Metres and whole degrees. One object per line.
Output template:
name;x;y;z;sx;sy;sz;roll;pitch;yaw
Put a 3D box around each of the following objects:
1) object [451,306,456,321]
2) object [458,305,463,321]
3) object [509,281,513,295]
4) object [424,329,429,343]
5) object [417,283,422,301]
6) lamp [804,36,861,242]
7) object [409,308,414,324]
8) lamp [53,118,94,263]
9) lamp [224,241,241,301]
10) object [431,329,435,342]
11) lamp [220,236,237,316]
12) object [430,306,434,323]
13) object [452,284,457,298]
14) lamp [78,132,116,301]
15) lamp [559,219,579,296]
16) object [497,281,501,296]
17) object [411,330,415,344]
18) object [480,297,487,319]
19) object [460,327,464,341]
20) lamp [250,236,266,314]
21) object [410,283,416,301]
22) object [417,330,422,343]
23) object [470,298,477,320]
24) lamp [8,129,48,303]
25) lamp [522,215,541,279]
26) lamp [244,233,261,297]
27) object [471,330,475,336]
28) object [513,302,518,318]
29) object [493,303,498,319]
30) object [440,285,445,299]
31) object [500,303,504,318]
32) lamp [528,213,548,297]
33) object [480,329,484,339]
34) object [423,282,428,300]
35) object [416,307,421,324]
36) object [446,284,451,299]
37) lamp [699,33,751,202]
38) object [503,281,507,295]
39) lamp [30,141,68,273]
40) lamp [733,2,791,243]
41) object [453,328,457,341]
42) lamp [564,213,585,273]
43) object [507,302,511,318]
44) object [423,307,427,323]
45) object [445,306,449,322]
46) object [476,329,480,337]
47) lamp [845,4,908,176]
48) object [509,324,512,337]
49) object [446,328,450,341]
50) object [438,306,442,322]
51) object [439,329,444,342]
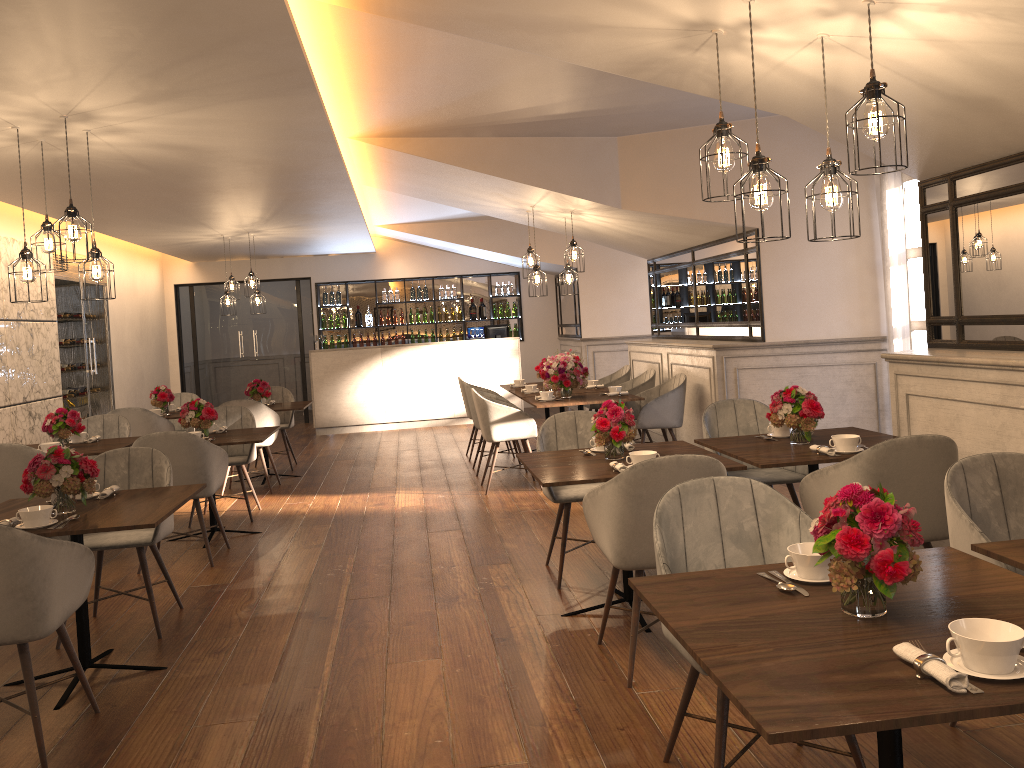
object;-0.958;-1.156;14.470;0.065;0.261;0.066;-4;1;-28
object;-0.849;-1.164;14.483;0.065;0.261;0.066;-4;1;-28
object;-0.017;-1.578;14.552;0.070;0.235;0.041;-4;1;-7
object;-1.396;-0.761;14.418;0.065;0.261;0.066;-4;1;-28
object;-1.508;-1.511;14.370;0.075;0.310;0.075;-4;1;4
lamp;1.124;-1.566;3.258;0.175;2.069;0.175;-4;1;-5
object;-1.638;-1.108;14.387;0.065;0.261;0.066;-4;1;-28
lamp;-2.416;-1.691;4.753;0.175;2.069;0.175;-4;1;-5
lamp;-3.487;-2.062;10.853;0.175;2.069;0.175;-4;1;-5
object;-1.286;-0.769;14.431;0.065;0.261;0.066;-4;1;-28
lamp;-3.436;-1.849;10.529;0.175;2.069;0.175;-4;1;-5
object;-1.309;-1.132;14.427;0.065;0.263;0.066;-4;1;-28
object;-0.941;-1.513;14.440;0.070;0.235;0.041;-4;1;-7
lamp;-2.444;-1.518;5.081;0.175;2.069;0.175;-4;1;-5
lamp;0.489;-1.885;8.472;0.175;2.069;0.175;-4;1;-5
object;-0.217;-1.564;14.528;0.070;0.235;0.041;-4;1;-7
object;-1.615;-0.746;14.391;0.065;0.261;0.066;-4;1;-28
object;-0.478;-1.238;14.503;0.104;0.359;0.104;-3;1;20
object;-0.826;-0.802;14.487;0.065;0.261;0.066;-4;1;-28
lamp;-3.129;-1.879;10.694;0.175;2.069;0.175;-4;1;-5
object;-1.612;-1.504;14.358;0.075;0.310;0.075;-3;1;26
object;-1.505;-0.754;14.405;0.065;0.261;0.066;-4;1;-28
object;-0.634;-1.226;14.487;0.104;0.359;0.103;-4;1;-45
lamp;-2.751;-1.487;4.917;0.175;2.069;0.175;-4;1;-5
lamp;0.131;-2.067;8.631;0.175;2.069;0.175;-4;1;-5
lamp;-3.101;-2.052;10.366;0.175;2.069;0.175;-4;1;-5
object;-0.639;-0.786;14.510;0.065;0.207;0.065;-3;1;38
object;0.055;-1.228;14.593;0.065;0.261;0.066;-4;1;-28
object;-0.273;-1.205;14.553;0.065;0.263;0.066;-4;1;-28
object;-1.141;-1.499;14.416;0.070;0.235;0.041;-4;1;-7
object;-0.164;-1.212;14.567;0.065;0.261;0.066;-4;1;-28
lamp;0.183;-1.854;8.307;0.175;2.069;0.175;-4;1;-5
object;-0.485;-0.797;14.529;0.065;0.207;0.065;-3;1;38
object;-1.405;-1.518;14.383;0.075;0.310;0.075;-4;1;4
object;-1.528;-1.116;14.401;0.065;0.263;0.066;-4;1;-28
object;-1.041;-1.506;14.428;0.070;0.235;0.041;-4;1;-7
lamp;0.766;-1.749;3.418;0.175;2.069;0.175;-4;1;-5
object;-0.117;-1.571;14.540;0.070;0.235;0.041;-4;1;-7
lamp;-2.803;-1.700;5.241;0.175;2.069;0.175;-4;1;-5
lamp;0.818;-1.536;3.094;0.175;2.069;0.175;-4;1;-5
object;-0.935;-0.794;14.474;0.065;0.261;0.066;-4;1;-28
lamp;0.517;-2.058;8.144;0.175;2.069;0.175;-4;1;-5
object;-0.054;-1.220;14.580;0.065;0.261;0.066;-4;1;-28
object;-1.419;-1.124;14.414;0.065;0.263;0.066;-4;1;-28
object;-1.068;-1.148;14.457;0.065;0.261;0.066;-4;1;-28
object;-0.562;-0.792;14.519;0.065;0.207;0.065;-3;1;38
lamp;1.152;-1.739;2.930;0.175;2.069;0.175;-4;1;-5
object;-0.031;-0.858;14.584;0.065;0.261;0.066;-4;1;-28
object;-1.045;-0.786;14.461;0.065;0.261;0.066;-4;1;-28
object;-1.177;-1.140;14.444;0.065;0.261;0.066;-4;1;-28
object;-1.154;-0.779;14.447;0.065;0.261;0.066;-4;1;-28
